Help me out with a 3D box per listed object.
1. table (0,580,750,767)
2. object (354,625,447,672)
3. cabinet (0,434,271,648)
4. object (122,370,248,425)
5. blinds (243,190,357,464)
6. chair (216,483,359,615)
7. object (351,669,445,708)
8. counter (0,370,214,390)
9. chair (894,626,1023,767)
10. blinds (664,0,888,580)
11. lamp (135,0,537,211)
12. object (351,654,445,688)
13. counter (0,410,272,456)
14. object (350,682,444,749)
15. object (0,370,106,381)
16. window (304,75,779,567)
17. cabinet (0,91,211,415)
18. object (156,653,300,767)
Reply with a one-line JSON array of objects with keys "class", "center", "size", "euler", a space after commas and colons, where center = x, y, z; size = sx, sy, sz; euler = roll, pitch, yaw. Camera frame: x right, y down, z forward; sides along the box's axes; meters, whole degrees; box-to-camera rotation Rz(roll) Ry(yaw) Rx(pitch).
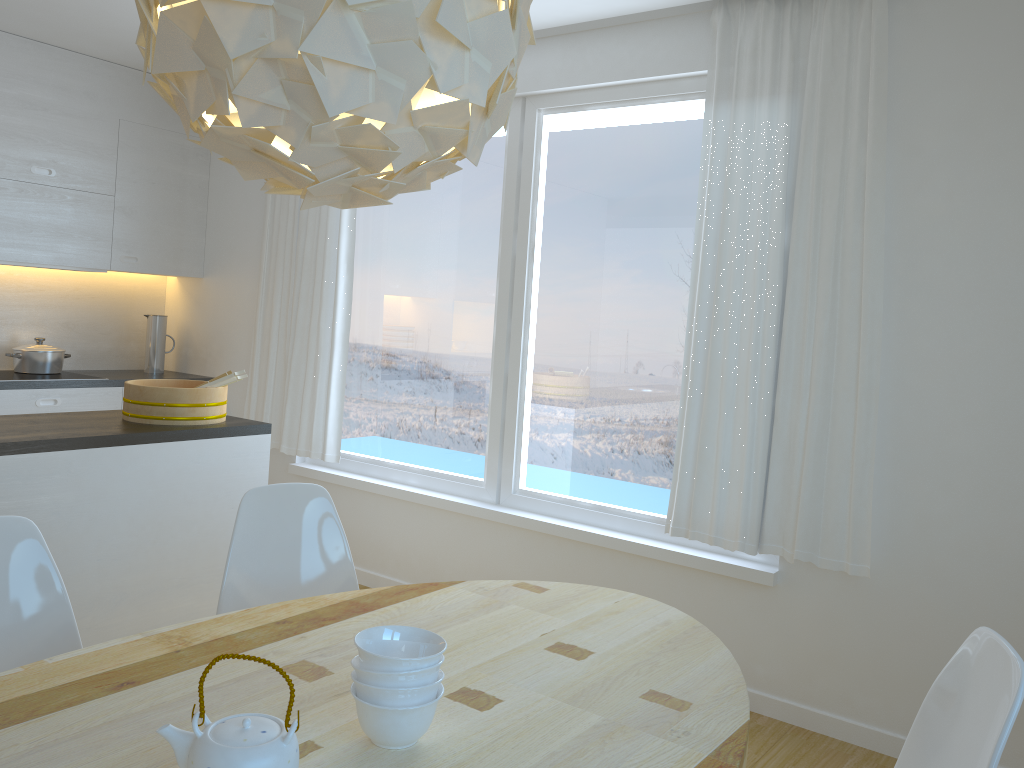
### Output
[{"class": "table", "center": [-0.344, 0.931, 1.424], "size": [1.196, 0.724, 2.189], "euler": [6, 4, 34]}, {"class": "object", "center": [-0.184, 0.459, 1.443], "size": [0.151, 0.087, 0.152], "euler": [2, 4, -26]}, {"class": "cabinet", "center": [-1.921, 0.645, 2.680], "size": [0.602, 0.908, 2.399], "euler": [5, 4, 36]}, {"class": "object", "center": [-1.276, 0.030, 3.439], "size": [0.429, 0.214, 0.380], "euler": [2, 4, -26]}, {"class": "blinds", "center": [-1.169, -0.696, 4.822], "size": [0.796, 2.158, 0.150], "euler": [4, 1, 36]}, {"class": "chair", "center": [-0.544, 0.762, 2.368], "size": [0.429, 0.901, 0.524], "euler": [3, 2, -34]}, {"class": "object", "center": [-0.188, 0.511, 1.442], "size": [0.152, 0.093, 0.151], "euler": [3, 3, -15]}, {"class": "counter", "center": [-2.619, -0.025, 4.726], "size": [0.602, 0.040, 2.000], "euler": [7, 5, 36]}, {"class": "chair", "center": [0.608, 0.889, 1.650], "size": [0.523, 0.901, 0.430], "euler": [4, 1, 11]}, {"class": "blinds", "center": [0.978, -0.442, 3.251], "size": [0.796, 2.158, 0.150], "euler": [4, 1, 36]}, {"class": "lamp", "center": [-0.269, -0.845, 1.449], "size": [0.648, 1.134, 0.638], "euler": [5, 2, 35]}, {"class": "object", "center": [-0.188, 0.487, 1.444], "size": [0.152, 0.095, 0.151], "euler": [1, 4, -37]}, {"class": "counter", "center": [-1.891, 0.172, 2.675], "size": [0.602, 0.040, 2.399], "euler": [7, 5, 36]}, {"class": "object", "center": [-0.189, 0.535, 1.439], "size": [0.152, 0.082, 0.152], "euler": [3, 3, -15]}, {"class": "object", "center": [-2.618, -0.043, 4.731], "size": [0.563, 0.013, 0.654], "euler": [7, 5, 36]}, {"class": "window", "center": [0.020, -0.390, 4.185], "size": [2.734, 1.916, 0.088], "euler": [6, 2, 36]}, {"class": "cabinet", "center": [-2.902, -0.326, 4.202], "size": [0.482, 2.298, 3.199], "euler": [4, 3, 36]}, {"class": "object", "center": [-0.376, 0.474, 1.220], "size": [0.178, 0.211, 0.147], "euler": [5, 2, 35]}]
